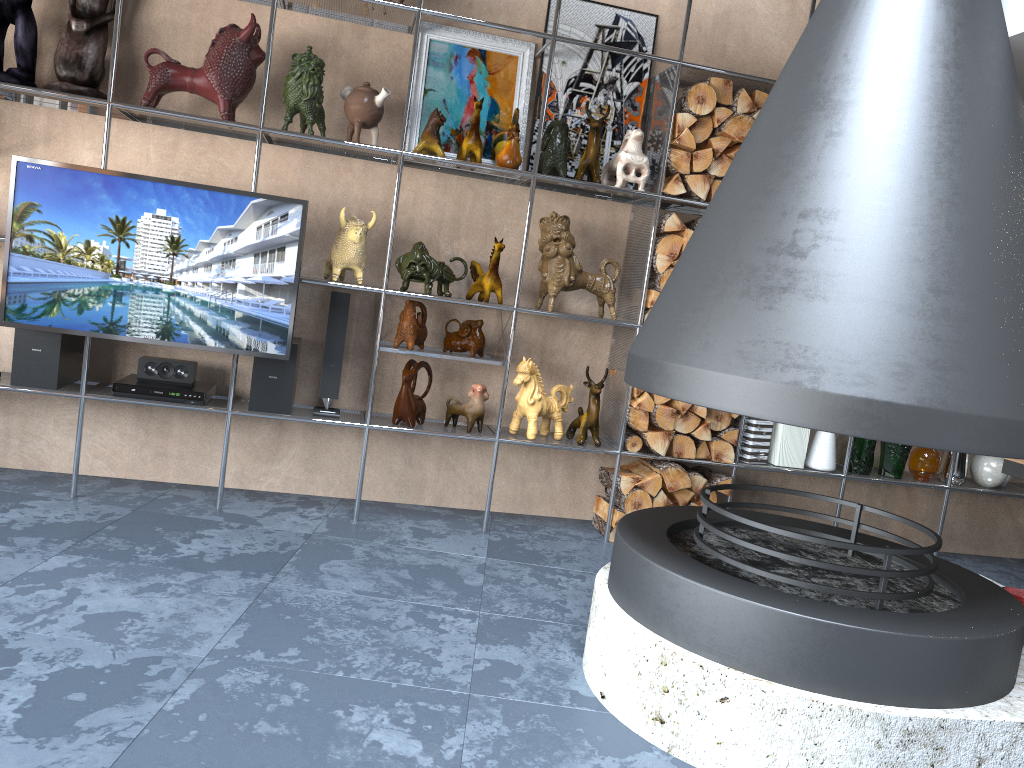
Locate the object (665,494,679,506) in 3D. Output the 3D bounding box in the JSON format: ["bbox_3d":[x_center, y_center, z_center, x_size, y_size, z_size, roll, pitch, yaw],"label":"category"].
[{"bbox_3d":[0.701,0.570,4.202,0.147,0.118,0.288,6,6,-16],"label":"object"}]

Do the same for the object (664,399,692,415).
[{"bbox_3d":[0.733,0.069,4.114,0.107,0.098,0.330,6,6,-16],"label":"object"}]

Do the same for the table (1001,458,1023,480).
[{"bbox_3d":[4.835,0.937,3.373,5.998,0.927,1.185,7,6,-12],"label":"table"}]

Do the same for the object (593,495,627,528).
[{"bbox_3d":[0.469,0.593,4.136,0.095,0.088,0.303,7,6,-14],"label":"object"}]

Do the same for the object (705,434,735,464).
[{"bbox_3d":[0.941,0.289,4.183,0.126,0.112,0.287,7,6,-12],"label":"object"}]

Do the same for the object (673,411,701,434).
[{"bbox_3d":[0.748,0.149,4.128,0.147,0.118,0.288,6,6,-16],"label":"object"}]

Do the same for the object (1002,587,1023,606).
[{"bbox_3d":[1.559,0.700,2.728,0.114,0.117,0.114,5,6,-27],"label":"object"}]

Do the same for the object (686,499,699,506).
[{"bbox_3d":[0.807,0.568,4.206,0.095,0.135,0.329,6,6,-15],"label":"object"}]

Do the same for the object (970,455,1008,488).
[{"bbox_3d":[2.416,0.427,4.489,0.177,0.188,0.177,11,7,29],"label":"object"}]

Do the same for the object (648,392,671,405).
[{"bbox_3d":[0.648,0.003,4.091,0.112,0.153,0.291,7,6,-15],"label":"object"}]

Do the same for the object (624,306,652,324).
[{"bbox_3d":[0.620,-0.322,4.081,0.126,0.112,0.287,7,6,-12],"label":"object"}]

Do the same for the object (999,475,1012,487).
[{"bbox_3d":[2.556,0.457,4.621,0.102,0.142,0.100,4,7,-32],"label":"object"}]

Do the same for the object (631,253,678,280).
[{"bbox_3d":[0.640,-0.529,4.036,0.111,0.121,0.310,7,6,-13],"label":"object"}]

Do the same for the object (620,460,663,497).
[{"bbox_3d":[0.584,0.435,4.140,0.128,0.107,0.329,7,6,-11],"label":"object"}]

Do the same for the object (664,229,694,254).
[{"bbox_3d":[0.769,-0.645,4.057,0.098,0.115,0.362,7,6,-12],"label":"object"}]

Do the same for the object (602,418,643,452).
[{"bbox_3d":[0.519,0.236,4.137,0.103,0.110,0.312,6,6,-15],"label":"object"}]

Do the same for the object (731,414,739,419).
[{"bbox_3d":[0.980,0.080,4.186,0.111,0.121,0.310,7,6,-13],"label":"object"}]

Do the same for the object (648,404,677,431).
[{"bbox_3d":[0.635,0.120,4.116,0.115,0.131,0.374,6,6,-16],"label":"object"}]

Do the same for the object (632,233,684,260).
[{"bbox_3d":[0.665,-0.627,4.045,0.135,0.114,0.299,7,6,-14],"label":"object"}]

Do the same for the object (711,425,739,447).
[{"bbox_3d":[0.966,0.221,4.204,0.095,0.088,0.303,7,6,-14],"label":"object"}]

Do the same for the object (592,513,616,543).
[{"bbox_3d":[0.475,0.660,4.171,0.126,0.112,0.287,7,6,-12],"label":"object"}]

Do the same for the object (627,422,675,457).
[{"bbox_3d":[0.624,0.242,4.127,0.154,0.131,0.362,7,6,-11],"label":"object"}]

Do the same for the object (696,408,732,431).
[{"bbox_3d":[0.917,0.133,4.202,0.143,0.143,0.286,7,6,-12],"label":"object"}]

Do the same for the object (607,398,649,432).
[{"bbox_3d":[0.532,0.139,4.102,0.110,0.109,0.321,7,6,-11],"label":"object"}]

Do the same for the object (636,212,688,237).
[{"bbox_3d":[0.683,-0.714,4.022,0.121,0.107,0.308,6,6,-16],"label":"object"}]

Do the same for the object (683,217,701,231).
[{"bbox_3d":[0.867,-0.704,4.037,0.140,0.150,0.312,6,6,-15],"label":"object"}]

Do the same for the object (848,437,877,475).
[{"bbox_3d":[1.716,0.288,4.340,0.130,0.295,0.125,9,6,13],"label":"object"}]

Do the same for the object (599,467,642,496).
[{"bbox_3d":[0.495,0.453,4.127,0.111,0.121,0.310,7,6,-13],"label":"object"}]

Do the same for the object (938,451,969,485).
[{"bbox_3d":[2.235,0.289,4.437,0.129,0.420,0.129,7,6,-8],"label":"object"}]

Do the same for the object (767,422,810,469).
[{"bbox_3d":[1.329,0.247,4.233,0.148,0.287,0.092,7,6,-12],"label":"object"}]

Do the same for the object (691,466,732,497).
[{"bbox_3d":[0.929,0.456,4.217,0.105,0.105,0.331,7,6,-15],"label":"object"}]

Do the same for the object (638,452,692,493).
[{"bbox_3d":[0.709,0.410,4.143,0.164,0.128,0.322,7,6,-12],"label":"object"}]

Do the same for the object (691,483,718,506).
[{"bbox_3d":[0.884,0.503,4.228,0.109,0.135,0.288,7,6,-8],"label":"object"}]

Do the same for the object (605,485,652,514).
[{"bbox_3d":[0.541,0.524,4.123,0.143,0.143,0.286,7,6,-12],"label":"object"}]

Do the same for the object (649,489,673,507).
[{"bbox_3d":[0.660,0.502,4.171,0.101,0.110,0.331,7,6,-10],"label":"object"}]

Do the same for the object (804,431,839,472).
[{"bbox_3d":[1.510,0.289,4.294,0.146,0.245,0.171,10,6,18],"label":"object"}]

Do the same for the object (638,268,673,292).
[{"bbox_3d":[0.686,-0.459,4.032,0.143,0.143,0.286,7,6,-12],"label":"object"}]

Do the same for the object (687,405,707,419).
[{"bbox_3d":[0.807,0.090,4.147,0.101,0.110,0.331,7,6,-10],"label":"object"}]

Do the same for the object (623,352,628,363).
[{"bbox_3d":[0.620,-0.096,4.077,0.151,0.119,0.300,7,6,-9],"label":"object"}]

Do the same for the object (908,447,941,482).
[{"bbox_3d":[2.048,0.384,4.401,0.145,0.188,0.145,6,6,-20],"label":"object"}]

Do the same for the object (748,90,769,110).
[{"bbox_3d":[1.085,-1.255,4.051,0.102,0.103,0.330,7,6,-8],"label":"object"}]

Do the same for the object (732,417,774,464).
[{"bbox_3d":[1.144,0.195,4.206,0.139,0.347,0.140,4,7,-32],"label":"object"}]

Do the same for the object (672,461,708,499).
[{"bbox_3d":[0.805,0.440,4.186,0.099,0.131,0.309,6,6,-16],"label":"object"}]

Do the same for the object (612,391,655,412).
[{"bbox_3d":[0.560,0.049,4.094,0.107,0.110,0.331,7,6,-14],"label":"object"}]

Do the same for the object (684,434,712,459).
[{"bbox_3d":[0.848,0.286,4.193,0.087,0.095,0.303,7,6,-12],"label":"object"}]

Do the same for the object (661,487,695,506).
[{"bbox_3d":[0.741,0.498,4.186,0.107,0.098,0.330,6,6,-16],"label":"object"}]

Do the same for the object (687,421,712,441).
[{"bbox_3d":[0.825,0.194,4.163,0.103,0.098,0.330,7,6,-15],"label":"object"}]

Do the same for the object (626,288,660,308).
[{"bbox_3d":[0.614,-0.389,4.046,0.095,0.088,0.303,7,6,-14],"label":"object"}]

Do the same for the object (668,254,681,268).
[{"bbox_3d":[0.730,-0.547,4.050,0.128,0.107,0.329,7,6,-11],"label":"object"}]

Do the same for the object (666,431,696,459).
[{"bbox_3d":[0.747,0.262,4.148,0.135,0.114,0.299,7,6,-14],"label":"object"}]

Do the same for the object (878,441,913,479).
[{"bbox_3d":[1.888,0.348,4.374,0.161,0.219,0.157,12,7,34],"label":"object"}]

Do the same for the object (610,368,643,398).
[{"bbox_3d":[0.547,-0.007,4.091,0.097,0.120,0.308,6,6,-16],"label":"object"}]
